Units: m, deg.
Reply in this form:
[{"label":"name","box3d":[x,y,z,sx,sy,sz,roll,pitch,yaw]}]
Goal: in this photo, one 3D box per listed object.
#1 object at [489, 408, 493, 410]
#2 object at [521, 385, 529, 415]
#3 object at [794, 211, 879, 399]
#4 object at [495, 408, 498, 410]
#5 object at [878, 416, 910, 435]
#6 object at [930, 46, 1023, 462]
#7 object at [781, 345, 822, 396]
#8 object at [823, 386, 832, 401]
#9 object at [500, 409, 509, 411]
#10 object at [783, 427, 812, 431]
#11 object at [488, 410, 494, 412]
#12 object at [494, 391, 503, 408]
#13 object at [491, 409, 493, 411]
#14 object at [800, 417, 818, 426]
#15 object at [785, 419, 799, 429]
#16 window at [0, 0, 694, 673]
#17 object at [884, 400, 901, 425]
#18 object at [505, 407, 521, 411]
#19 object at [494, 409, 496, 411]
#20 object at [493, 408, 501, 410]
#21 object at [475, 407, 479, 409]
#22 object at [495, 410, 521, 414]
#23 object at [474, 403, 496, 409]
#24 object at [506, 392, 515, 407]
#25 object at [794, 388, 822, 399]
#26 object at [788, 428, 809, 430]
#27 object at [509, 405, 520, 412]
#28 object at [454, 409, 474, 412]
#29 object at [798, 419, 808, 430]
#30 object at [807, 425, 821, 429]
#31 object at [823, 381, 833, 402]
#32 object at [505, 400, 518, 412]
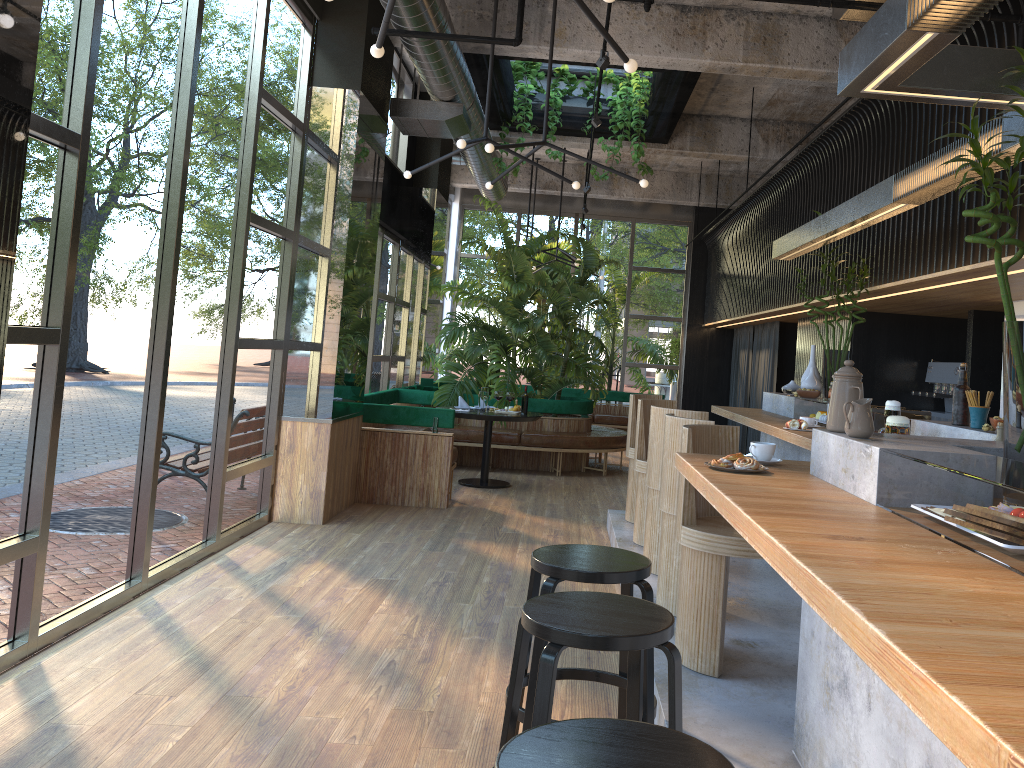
[{"label":"object","box3d":[-0.219,0.264,9.334,0.024,0.025,0.047,4,1,20]},{"label":"object","box3d":[0.134,0.162,9.046,0.067,0.300,0.070,4,-3,17]},{"label":"object","box3d":[2.428,-0.512,6.671,0.644,1.553,0.609,3,-3,40]},{"label":"object","box3d":[-0.166,0.267,9.245,0.033,0.032,0.037,4,0,-1]},{"label":"object","box3d":[1.724,0.226,3.987,0.112,0.172,0.136,4,-1,-5]},{"label":"object","box3d":[1.542,-0.426,2.558,0.669,1.553,0.587,4,-2,6]},{"label":"object","box3d":[2.229,-0.098,6.663,0.330,0.398,0.305,5,-1,-40]},{"label":"object","box3d":[2.174,0.065,6.045,0.160,0.107,0.086,4,0,-43]},{"label":"object","box3d":[-0.078,0.266,9.168,0.101,0.013,0.222,4,2,7]},{"label":"object","box3d":[1.655,0.262,5.140,0.164,0.005,0.170,5,2,13]},{"label":"object","box3d":[-0.212,0.278,9.113,0.062,0.013,0.147,4,2,-3]},{"label":"object","box3d":[-0.148,0.176,9.444,0.104,0.201,0.100,5,-2,-10]},{"label":"object","box3d":[-0.209,0.271,9.215,0.033,0.019,0.038,4,1,14]},{"label":"object","box3d":[1.796,0.230,5.333,0.136,0.064,0.108,4,1,-20]},{"label":"object","box3d":[1.619,0.231,5.129,0.061,0.059,0.073,4,0,-8]},{"label":"window","box3d":[0.288,-2.031,4.922,4.143,6.501,20.338,4,2,3]},{"label":"object","box3d":[1.800,0.193,4.209,0.071,0.233,0.077,3,-3,34]},{"label":"object","box3d":[0.004,0.256,9.272,0.193,0.038,0.063,5,1,35]},{"label":"object","box3d":[-0.172,0.270,9.154,0.032,0.031,0.040,4,0,26]},{"label":"object","box3d":[-0.167,0.266,9.309,0.097,0.028,0.130,5,2,16]},{"label":"object","box3d":[-0.468,0.244,9.438,0.164,0.019,0.244,3,3,-39]},{"label":"object","box3d":[-0.022,0.286,9.172,0.235,0.019,0.358,5,2,12]},{"label":"object","box3d":[-0.288,0.200,9.520,0.238,0.139,0.227,4,1,-15]},{"label":"object","box3d":[-0.021,0.187,9.406,0.104,0.201,0.100,5,-2,-10]},{"label":"object","box3d":[2.135,0.065,6.412,0.189,0.073,0.231,5,2,21]},{"label":"object","box3d":[1.654,0.260,5.136,0.117,0.005,0.125,6,3,40]},{"label":"object","box3d":[0.028,0.248,9.171,0.099,0.064,0.163,4,1,-28]},{"label":"object","box3d":[-0.511,0.260,8.932,0.255,0.019,0.157,4,2,0]},{"label":"object","box3d":[1.672,0.234,5.146,0.072,0.060,0.126,4,1,-29]},{"label":"object","box3d":[1.773,0.257,5.333,0.161,0.020,0.159,4,2,-2]},{"label":"object","box3d":[2.124,0.056,5.790,0.209,0.135,0.810,4,2,9]},{"label":"object","box3d":[-0.003,0.219,9.081,0.143,0.124,0.097,4,-1,-18]}]
